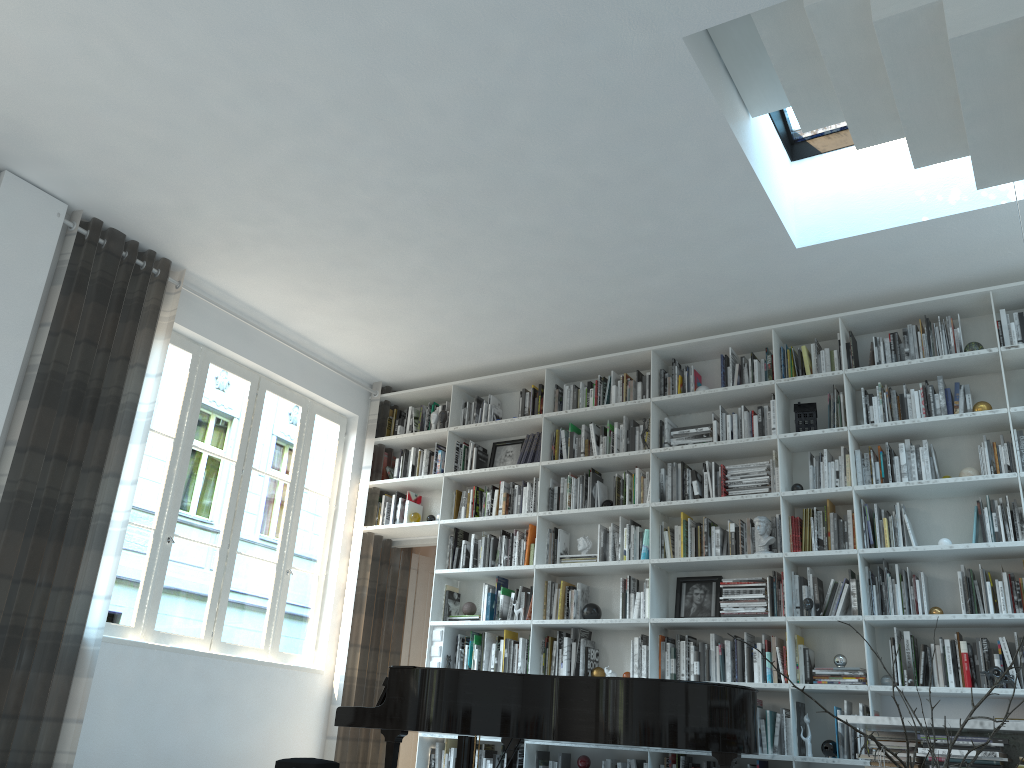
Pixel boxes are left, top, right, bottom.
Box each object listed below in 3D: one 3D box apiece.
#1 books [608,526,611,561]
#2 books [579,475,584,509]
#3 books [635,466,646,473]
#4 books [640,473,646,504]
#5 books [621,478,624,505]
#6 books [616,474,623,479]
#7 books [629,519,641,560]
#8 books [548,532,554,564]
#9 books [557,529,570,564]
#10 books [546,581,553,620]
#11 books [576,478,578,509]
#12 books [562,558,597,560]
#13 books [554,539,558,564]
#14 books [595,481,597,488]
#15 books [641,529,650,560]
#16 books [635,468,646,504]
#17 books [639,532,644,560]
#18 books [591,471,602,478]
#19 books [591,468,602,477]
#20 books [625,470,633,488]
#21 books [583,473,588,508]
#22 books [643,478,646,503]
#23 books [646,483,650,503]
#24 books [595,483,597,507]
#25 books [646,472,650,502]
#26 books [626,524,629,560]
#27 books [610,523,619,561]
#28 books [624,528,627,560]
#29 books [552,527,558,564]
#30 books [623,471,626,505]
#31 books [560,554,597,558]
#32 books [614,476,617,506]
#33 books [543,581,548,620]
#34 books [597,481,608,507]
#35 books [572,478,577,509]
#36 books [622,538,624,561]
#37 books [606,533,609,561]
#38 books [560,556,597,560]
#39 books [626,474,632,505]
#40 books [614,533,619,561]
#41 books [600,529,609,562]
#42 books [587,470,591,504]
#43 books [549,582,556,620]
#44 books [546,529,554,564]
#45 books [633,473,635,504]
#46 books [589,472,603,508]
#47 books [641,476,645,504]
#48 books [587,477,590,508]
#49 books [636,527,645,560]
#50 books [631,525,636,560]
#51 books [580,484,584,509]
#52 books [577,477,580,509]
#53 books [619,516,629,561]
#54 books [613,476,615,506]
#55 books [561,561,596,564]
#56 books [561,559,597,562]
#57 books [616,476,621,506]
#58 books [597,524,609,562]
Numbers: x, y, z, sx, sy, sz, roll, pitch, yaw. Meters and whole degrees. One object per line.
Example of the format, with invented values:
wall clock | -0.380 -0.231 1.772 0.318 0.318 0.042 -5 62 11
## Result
books | 0.697 1.114 6.010 0.022 0.266 0.151 -9 -25 30
books | 0.519 0.799 6.256 0.011 0.278 0.169 -9 -25 30
books | 0.877 0.728 6.057 0.006 0.302 0.166 -9 -25 30
books | 0.905 0.747 6.035 0.010 0.256 0.140 -9 -25 30
books | 0.784 0.776 6.074 0.006 0.215 0.181 -9 -25 30
books | 0.748 0.771 6.148 0.012 0.274 0.129 -9 -25 30
books | 0.823 1.073 5.932 0.011 0.299 0.179 -9 -25 30
books | 0.300 1.186 6.240 0.024 0.256 0.134 -9 -25 30
books | 0.359 1.168 6.212 0.021 0.276 0.137 -9 -25 30
books | 0.286 1.510 6.101 0.025 0.283 0.146 -9 -25 30
books | 0.498 0.815 6.276 0.010 0.260 0.170 -9 -25 30
books | 0.490 1.221 6.099 0.254 0.012 0.161 -8 -25 27
books | 0.336 1.205 6.217 0.034 0.209 0.137 -9 -25 30
books | 0.615 0.813 6.219 0.009 0.236 0.135 -9 -25 30
books | 0.911 1.091 5.865 0.060 0.226 0.179 -9 -25 30
books | 0.888 0.734 6.043 0.022 0.283 0.190 -9 -25 30
books | 0.886 1.109 5.903 0.026 0.218 0.150 -9 -25 30
books | 0.592 0.780 6.232 0.005 0.304 0.163 -9 -25 30
books | 0.589 0.770 6.241 0.005 0.329 0.162 -9 -25 30
books | 0.824 0.751 6.101 0.033 0.286 0.155 -9 -25 30
books | 0.546 0.788 6.240 0.011 0.290 0.177 -9 -25 30
books | 0.929 0.764 6.017 0.024 0.215 0.142 -9 -25 30
books | 0.971 0.733 5.963 0.064 0.236 0.209 -9 -25 30
books | 0.619 0.818 6.205 0.012 0.217 0.151 -9 -25 30
books | 0.946 0.738 6.006 0.022 0.256 0.155 -9 -25 30
books | 0.808 1.088 5.925 0.012 0.264 0.193 -9 -25 30
books | 0.707 1.099 5.995 0.012 0.285 0.168 -9 -25 30
books | 0.796 1.103 5.940 0.028 0.246 0.170 -9 -25 30
books | 0.325 1.172 6.253 0.011 0.296 0.136 -9 -25 30
books | 0.802 0.755 6.099 0.005 0.274 0.157 -9 -25 30
books | 0.490 1.198 6.106 0.285 0.012 0.160 -8 -25 26
books | 0.744 0.776 6.113 0.005 0.239 0.174 -9 -25 30
books | 0.265 1.517 6.123 0.012 0.284 0.160 -9 -25 30
books | 0.636 0.805 6.188 0.031 0.231 0.148 -9 -25 30
books | 0.476 0.813 6.261 0.012 0.250 0.184 -9 -25 30
books | 0.781 1.140 5.957 0.025 0.188 0.140 -9 -25 30
books | 0.684 1.141 6.025 0.024 0.226 0.138 -9 -25 30
books | 0.492 1.211 6.105 0.285 0.012 0.160 -11 -26 32
books | 0.825 0.756 6.054 0.013 0.242 0.189 -9 -25 30
books | 0.739 1.128 5.982 0.048 0.224 0.150 -9 -25 30
books | 0.647 1.126 6.020 0.030 0.246 0.175 -9 -25 30
books | 0.570 0.776 6.246 0.004 0.319 0.153 -9 -25 30
books | 0.310 1.512 6.090 0.026 0.274 0.155 -9 -25 30
books | 0.289 1.178 6.259 0.012 0.284 0.160 -9 -25 30
books | 0.869 0.752 6.049 0.006 0.252 0.181 -9 -25 30
books | 0.591 0.780 6.207 0.011 0.286 0.189 -9 -25 30
books | 0.915 0.760 6.028 0.011 0.228 0.166 -9 -25 30
books | 0.571 0.800 6.226 0.010 0.260 0.158 -9 -25 30
books | 0.867 1.096 5.921 0.022 0.255 0.152 -9 -25 30
books | 0.837 1.090 5.917 0.023 0.258 0.171 -9 -25 30
books | 0.522 0.827 6.232 0.011 0.208 0.181 -9 -25 30
books | 0.507 0.807 6.253 0.009 0.260 0.181 -9 -25 30
books | 0.763 1.073 5.980 0.010 0.328 0.174 -9 -25 30
books | 0.736 0.780 6.142 0.005 0.253 0.161 -9 -25 30
books | 0.487 1.243 6.088 0.254 0.012 0.161 -8 -25 26
books | 0.487 1.231 6.091 0.254 0.012 0.161 -7 -25 25
books | 0.755 0.772 6.096 0.005 0.235 0.179 -9 -25 30
books | 0.624 1.115 6.047 0.012 0.284 0.160 -9 -25 30
